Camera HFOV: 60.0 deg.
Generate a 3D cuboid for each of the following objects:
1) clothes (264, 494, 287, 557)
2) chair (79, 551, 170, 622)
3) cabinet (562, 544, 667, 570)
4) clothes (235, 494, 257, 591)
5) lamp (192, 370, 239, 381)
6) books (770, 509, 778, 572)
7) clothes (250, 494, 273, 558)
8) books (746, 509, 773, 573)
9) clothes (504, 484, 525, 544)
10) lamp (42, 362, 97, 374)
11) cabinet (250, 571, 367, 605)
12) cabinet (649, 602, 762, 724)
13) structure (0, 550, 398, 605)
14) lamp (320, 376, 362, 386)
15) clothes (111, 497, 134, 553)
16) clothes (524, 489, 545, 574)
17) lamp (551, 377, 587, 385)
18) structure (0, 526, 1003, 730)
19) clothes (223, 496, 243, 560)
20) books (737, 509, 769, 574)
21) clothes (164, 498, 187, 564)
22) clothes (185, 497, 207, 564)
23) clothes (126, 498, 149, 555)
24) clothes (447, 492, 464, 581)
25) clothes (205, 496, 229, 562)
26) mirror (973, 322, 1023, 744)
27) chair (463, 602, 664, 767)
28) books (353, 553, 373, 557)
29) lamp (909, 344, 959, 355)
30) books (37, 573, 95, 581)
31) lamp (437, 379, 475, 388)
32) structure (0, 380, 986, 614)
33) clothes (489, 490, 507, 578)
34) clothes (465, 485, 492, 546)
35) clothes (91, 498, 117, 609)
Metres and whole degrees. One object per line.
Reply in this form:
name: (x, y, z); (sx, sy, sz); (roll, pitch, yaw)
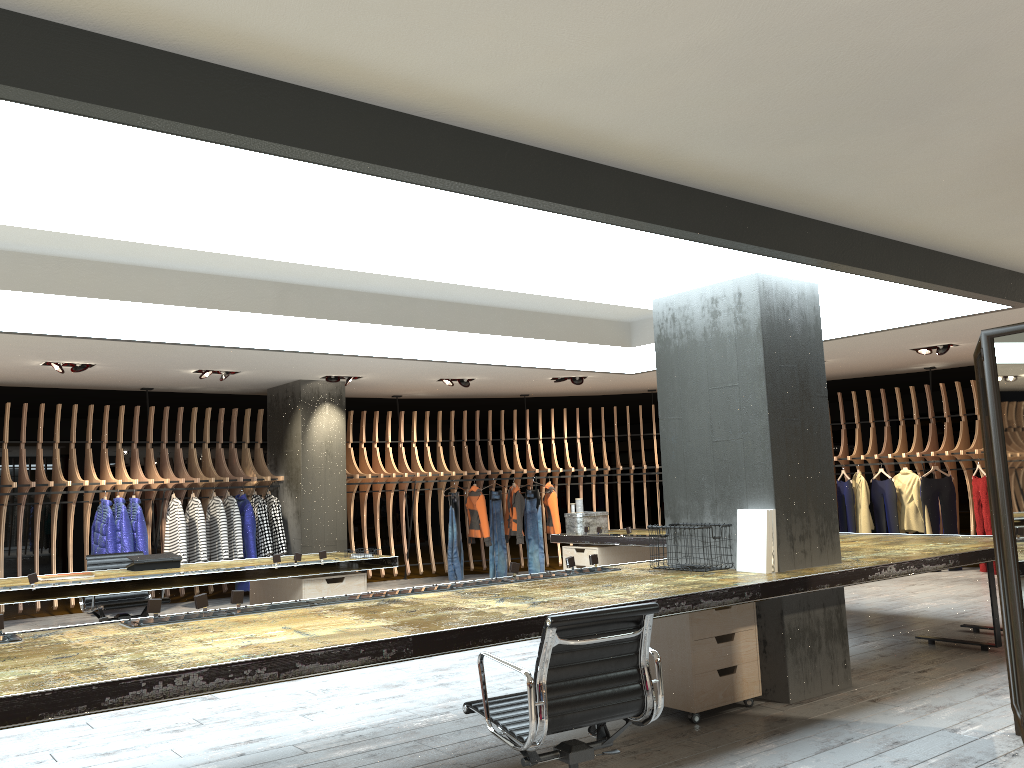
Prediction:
clothes: (-3.080, 2.018, 11.495); (0.191, 1.188, 0.798); (4, -9, -37)
chair: (-3.203, 1.845, 7.341); (0.667, 0.861, 0.692); (-8, -9, 38)
cabinet: (1.185, 2.093, 9.862); (1.131, 0.632, 0.592); (3, -9, -37)
clothes: (-3.438, 2.034, 11.391); (0.245, 1.241, 0.884); (4, -10, -40)
lamp: (-3.498, -0.180, 10.506); (0.492, 0.292, 0.269); (3, -9, -37)
books: (1.477, 0.929, 5.274); (0.047, 0.369, 0.215); (4, -9, -37)
clothes: (-3.225, 2.009, 11.374); (0.191, 1.190, 0.805); (4, -9, -37)
books: (1.444, 0.927, 5.249); (0.075, 0.368, 0.215); (4, -9, -37)
clothes: (0.035, 1.930, 13.181); (0.201, 0.883, 0.837); (0, -8, -17)
lamp: (-4.768, -0.248, 9.545); (0.492, 0.286, 0.269); (3, -9, -37)
cabinet: (-1.763, 1.941, 7.631); (0.593, 0.632, 1.130); (3, -9, -37)
cabinet: (0.843, 1.576, 5.360); (0.593, 0.632, 1.130); (3, -9, -37)
structure: (-5.456, 1.629, 4.722); (10.446, 0.846, 1.160); (3, -9, -37)
lamp: (-2.195, -0.121, 11.419); (0.492, 0.293, 0.269); (2, -8, -31)
clothes: (-4.650, 1.962, 10.410); (0.249, 1.249, 0.882); (4, -10, -40)
clothes: (0.348, 2.276, 13.215); (0.308, 1.425, 0.200); (-6, -8, 24)
lamp: (0.794, -0.118, 12.391); (0.492, 0.293, 0.269); (-2, -7, -5)
structure: (-4.517, 1.409, 3.148); (18.466, 0.846, 4.828); (3, -8, -37)
clothes: (-3.526, 1.941, 11.175); (0.128, 1.064, 0.751); (4, -10, -39)
books: (1.422, 0.926, 5.232); (0.073, 0.369, 0.215); (4, -9, -37)
clothes: (-4.065, 1.914, 10.767); (0.128, 1.064, 0.751); (4, -10, -39)
clothes: (-3.877, 1.923, 10.909); (0.128, 1.064, 0.751); (4, -10, -39)
clothes: (-4.556, 1.980, 10.580); (0.245, 1.241, 0.884); (4, -10, -40)
clothes: (-0.808, 2.286, 12.935); (0.200, 1.425, 0.308); (-6, -9, 29)
clothes: (-3.669, 1.934, 11.067); (0.128, 1.064, 0.751); (4, -10, -39)
mirror: (2.282, 0.658, 3.440); (0.443, 1.896, 2.107); (-3, -7, 4)
chair: (0.190, 1.236, 3.237); (0.693, 0.861, 0.666); (4, -10, -41)
books: (-1.266, 1.450, 7.508); (0.110, 0.025, 0.155); (4, -9, -42)
lamp: (5.086, -0.476, 10.696); (0.269, 0.297, 0.492); (5, -10, -44)
books: (-3.275, 1.414, 6.514); (0.365, 0.026, 0.212); (3, -8, -37)
lamp: (-0.766, -0.092, 12.105); (0.492, 0.297, 0.269); (0, -8, -18)
structure: (-7.393, 0.308, 0.293); (36.535, 2.445, 14.857); (3, -8, -37)
clothes: (-0.234, 2.283, 13.092); (0.200, 1.425, 0.308); (-10, -11, 44)
clothes: (-0.525, 1.939, 13.105); (0.201, 0.883, 0.837); (1, -8, -22)
clothes: (-4.858, 1.982, 10.448); (0.242, 1.263, 0.878); (4, -10, -40)
